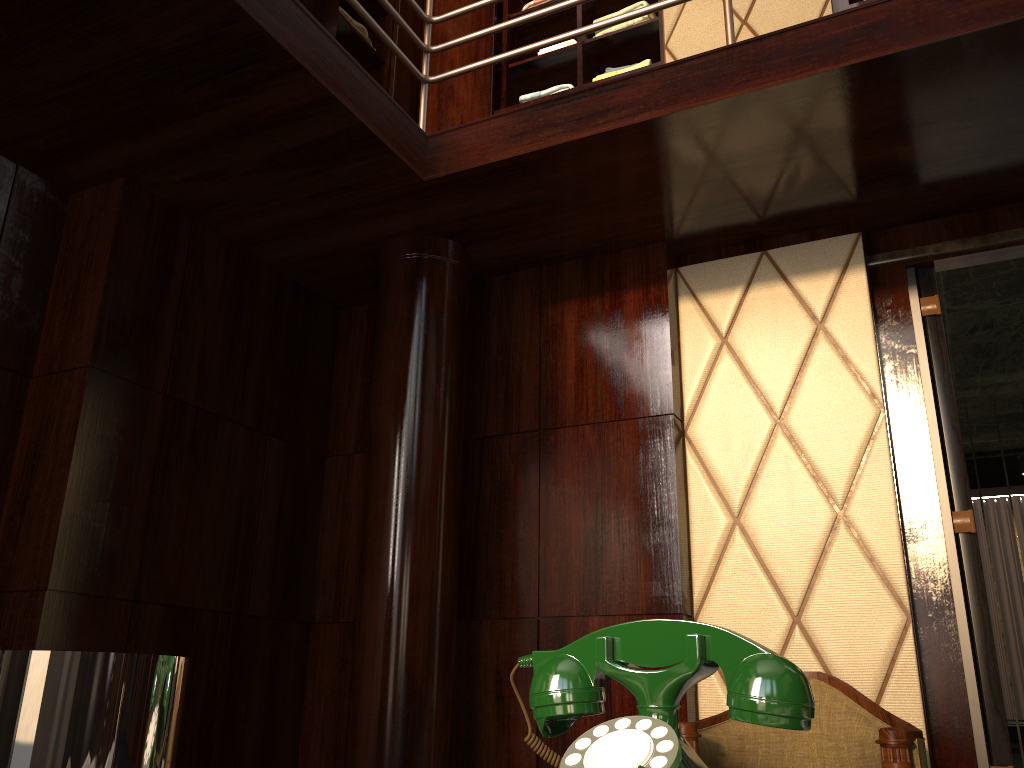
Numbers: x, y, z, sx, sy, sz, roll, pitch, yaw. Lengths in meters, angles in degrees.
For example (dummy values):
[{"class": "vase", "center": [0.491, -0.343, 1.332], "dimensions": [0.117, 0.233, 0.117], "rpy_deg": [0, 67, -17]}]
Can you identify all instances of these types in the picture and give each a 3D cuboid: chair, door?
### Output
[{"class": "chair", "center": [0.695, 0.967, 2.114], "dimensions": [0.571, 0.550, 0.462], "rpy_deg": [-9, -22, 25]}, {"class": "door", "center": [1.933, 0.516, 2.627], "dimensions": [1.435, 1.820, 0.828], "rpy_deg": [-8, -22, 24]}]

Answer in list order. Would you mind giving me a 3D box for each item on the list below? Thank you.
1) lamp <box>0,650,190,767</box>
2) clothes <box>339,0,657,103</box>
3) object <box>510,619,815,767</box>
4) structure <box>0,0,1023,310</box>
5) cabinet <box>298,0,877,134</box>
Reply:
[{"class": "lamp", "center": [-0.219, 0.322, 0.395], "dimensions": [0.106, 0.385, 0.109], "rpy_deg": [-12, -23, 32]}, {"class": "clothes", "center": [1.508, -1.773, 3.323], "dimensions": [4.996, 0.954, 0.818], "rpy_deg": [-6, -21, 18]}, {"class": "object", "center": [0.089, 0.218, 0.565], "dimensions": [0.158, 0.131, 0.178], "rpy_deg": [5, -20, -10]}, {"class": "structure", "center": [0.979, -0.601, 0.812], "dimensions": [6.107, 3.189, 3.750], "rpy_deg": [-9, -22, 25]}, {"class": "cabinet", "center": [1.575, -2.020, 2.519], "dimensions": [6.767, 2.432, 2.576], "rpy_deg": [-9, -22, 25]}]
